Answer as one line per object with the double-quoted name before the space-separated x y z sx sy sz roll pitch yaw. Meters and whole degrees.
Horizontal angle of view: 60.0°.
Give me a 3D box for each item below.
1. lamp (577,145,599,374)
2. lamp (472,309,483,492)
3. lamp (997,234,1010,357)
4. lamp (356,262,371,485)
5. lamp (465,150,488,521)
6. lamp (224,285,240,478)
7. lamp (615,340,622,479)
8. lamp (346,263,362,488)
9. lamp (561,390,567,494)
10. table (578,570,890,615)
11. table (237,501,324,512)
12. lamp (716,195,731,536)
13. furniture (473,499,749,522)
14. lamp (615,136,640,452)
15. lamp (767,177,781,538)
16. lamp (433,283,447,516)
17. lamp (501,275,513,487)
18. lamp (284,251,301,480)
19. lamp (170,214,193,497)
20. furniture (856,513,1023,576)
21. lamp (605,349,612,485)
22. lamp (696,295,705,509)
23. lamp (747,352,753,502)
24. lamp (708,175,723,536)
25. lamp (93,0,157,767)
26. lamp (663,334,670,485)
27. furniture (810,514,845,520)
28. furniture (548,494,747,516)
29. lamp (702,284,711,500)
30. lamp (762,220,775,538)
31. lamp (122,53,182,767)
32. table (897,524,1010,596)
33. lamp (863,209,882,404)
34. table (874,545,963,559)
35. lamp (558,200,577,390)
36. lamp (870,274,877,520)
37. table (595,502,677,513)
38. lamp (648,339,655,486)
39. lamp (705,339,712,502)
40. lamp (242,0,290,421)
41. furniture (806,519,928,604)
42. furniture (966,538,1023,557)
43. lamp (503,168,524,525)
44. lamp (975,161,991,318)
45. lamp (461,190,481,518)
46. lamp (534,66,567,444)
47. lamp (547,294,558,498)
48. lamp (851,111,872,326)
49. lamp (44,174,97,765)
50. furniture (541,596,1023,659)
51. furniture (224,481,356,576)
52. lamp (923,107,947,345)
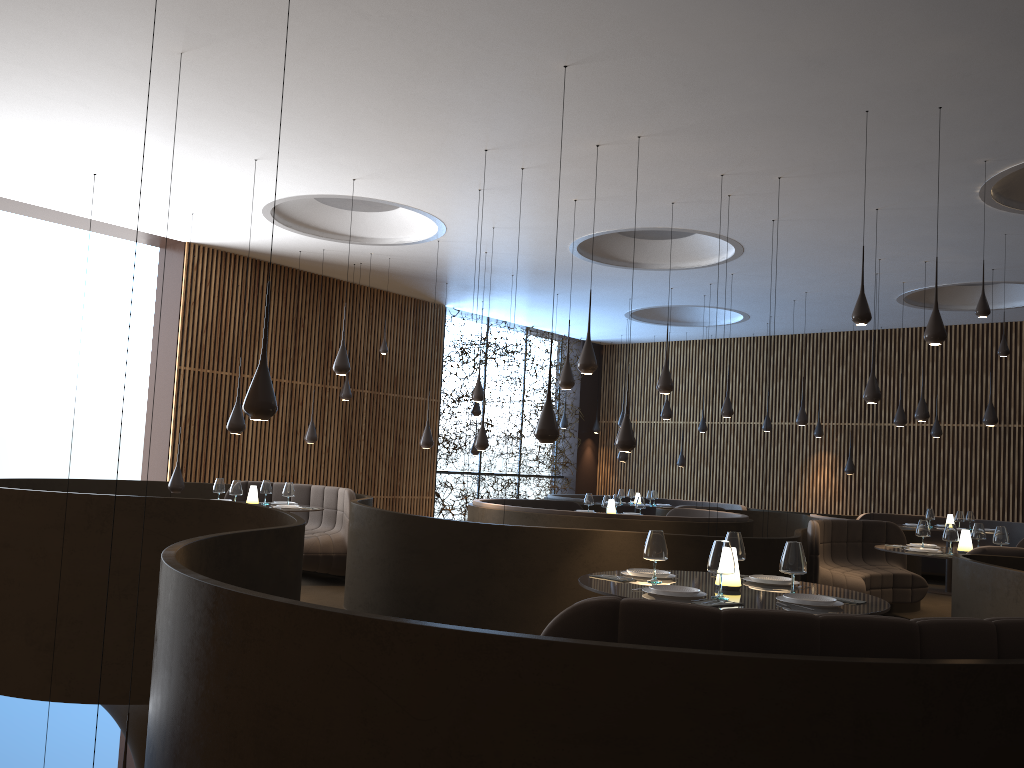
"lamp" 0.773 -1.205 8.528 0.196 2.220 0.196 4 -4 -15
"lamp" -0.762 1.602 17.725 0.196 6.265 0.196 5 -4 -25
"lamp" 5.996 -1.082 10.792 0.133 1.506 0.133 0 -5 35
"lamp" -2.332 1.118 13.429 0.196 6.265 0.196 5 -4 -22
"lamp" -0.427 0.777 8.688 0.196 6.265 0.196 4 -4 -15
"lamp" -4.255 1.648 13.049 0.196 6.265 0.196 2 -4 15
"lamp" 2.360 1.996 20.177 0.196 6.265 0.196 5 -4 -25
"lamp" -2.607 1.168 14.125 0.196 6.265 0.196 6 -5 -42
"lamp" 1.096 1.836 19.178 0.196 6.265 0.196 5 -4 -25
"table" 1.183 1.658 4.932 1.675 1.022 1.673 7 -7 -41
"table" -3.101 1.946 10.456 1.672 1.022 1.676 0 -6 32
"lamp" 2.264 1.015 9.707 0.196 6.265 0.196 5 -4 -25
"furniture" 1.336 2.312 12.571 3.879 1.116 3.798 2 -5 15
"lamp" 1.117 -0.850 8.232 0.196 2.956 0.196 7 -5 -45
"lamp" 2.624 0.971 9.038 0.196 6.265 0.196 1 -4 25
"lamp" -1.312 1.355 15.397 0.196 6.265 0.196 2 -4 15
"lamp" -0.155 1.329 14.455 0.196 6.265 0.196 3 -4 -5
"lamp" -3.445 1.067 13.522 0.196 6.265 0.196 6 -5 -42
"lamp" -4.444 0.841 11.670 0.196 6.265 0.196 2 -4 15
"furniture" 7.706 2.777 14.490 1.982 1.045 3.940 5 -5 -18
"lamp" 2.269 2.105 21.391 0.196 6.265 0.196 5 -4 -25
"lamp" 3.193 1.581 15.250 0.196 6.265 0.196 4 -4 -15
"lamp" 5.073 2.035 19.042 0.196 6.265 0.196 5 -4 -25
"lamp" 2.028 0.941 9.050 0.196 6.265 0.196 1 -4 25
"lamp" -2.314 0.063 5.287 0.196 6.265 0.196 6 -5 -35
"lamp" 3.335 1.983 19.473 0.196 6.265 0.196 6 -5 -35
"furniture" 5.333 2.641 13.980 0.900 1.045 2.535 4 -5 -8
"furniture" 2.610 2.804 17.381 3.882 1.045 3.799 1 -5 17
"lamp" 3.084 1.486 14.296 0.196 6.265 0.196 4 -4 -15
"lamp" 3.009 1.134 10.564 0.196 6.265 0.196 4 -4 -15
"lamp" -2.793 0.188 6.896 0.196 6.265 0.196 6 -5 -35
"table" 6.994 2.829 14.176 1.672 1.022 1.676 0 -6 30
"lamp" 4.110 -0.889 10.049 0.196 2.220 0.196 3 -4 -5
"table" 4.481 2.193 8.781 1.673 1.022 1.675 4 -5 -15
"lamp" 0.684 -1.043 10.310 0.196 2.220 0.196 -1 -5 45
"lamp" 5.269 1.481 12.994 0.196 6.265 0.196 4 -4 -15
"table" 2.470 2.908 17.594 1.672 1.022 1.675 3 -5 1
"lamp" 3.095 2.023 20.042 0.196 6.265 0.196 1 -4 25
"lamp" 4.272 2.034 19.486 0.196 6.265 0.196 6 -5 -35
"lamp" -1.382 -1.264 5.219 0.196 2.956 0.196 6 -5 -35
"furniture" 4.186 2.190 10.658 2.535 1.058 0.931 8 -7 -44
"furniture" 5.966 2.172 9.054 1.981 1.045 3.942 -1 -6 37
"lamp" -0.054 0.842 9.178 0.196 6.265 0.196 -1 -5 45
"lamp" 4.486 -1.380 8.423 0.133 1.506 0.133 0 -5 35
"lamp" -0.537 0.891 9.982 0.196 6.265 0.196 7 -5 -45
"lamp" 0.341 -1.019 6.856 0.196 2.956 0.196 4 -4 -15
"lamp" 0.657 1.498 15.810 0.196 6.265 0.196 3 -4 -5
"lamp" 2.430 -1.151 6.115 0.132 1.496 0.132 7 -5 -45
"lamp" -3.912 1.238 7.752 0.196 6.265 0.196 6 -5 -35
"furniture" 2.027 1.438 4.098 4.247 1.120 1.470 7 -6 -37
"furniture" -2.872 1.806 11.263 2.531 1.058 0.933 -1 -6 36
"lamp" 3.068 -1.146 6.389 0.153 1.734 0.153 3 -4 5
